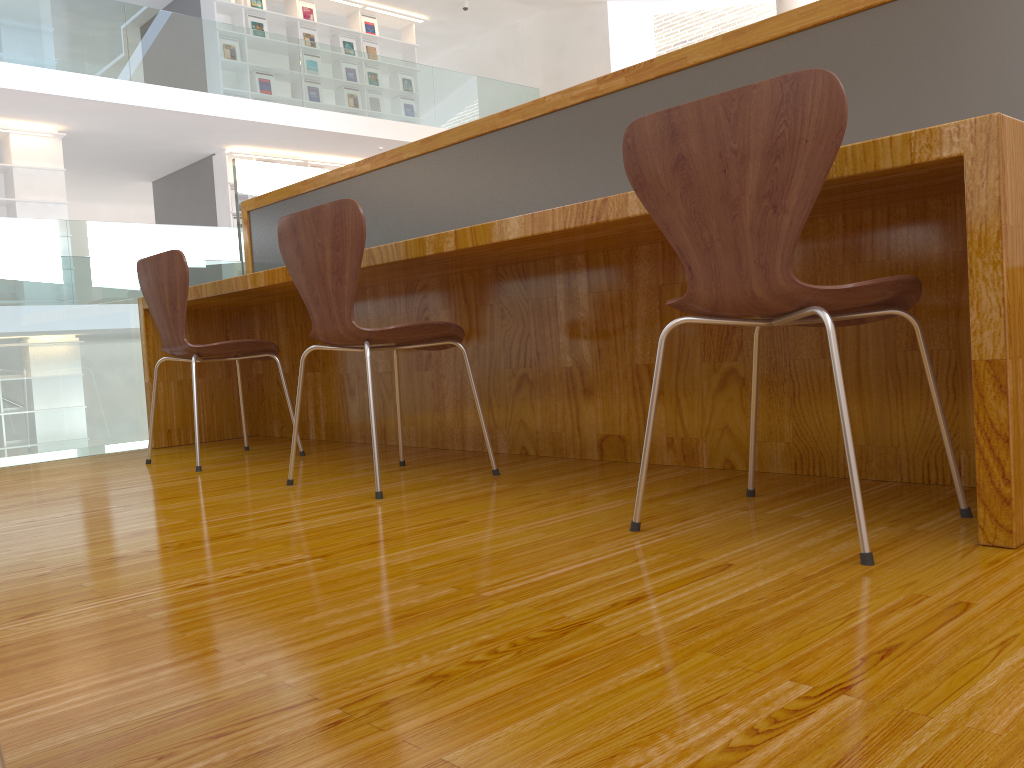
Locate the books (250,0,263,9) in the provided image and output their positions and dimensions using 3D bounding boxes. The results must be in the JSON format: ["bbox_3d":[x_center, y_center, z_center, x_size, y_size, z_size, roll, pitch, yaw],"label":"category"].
[{"bbox_3d":[-3.008,-4.489,10.441,0.145,0.210,0.037,-6,4,-43],"label":"books"}]

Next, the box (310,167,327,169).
[{"bbox_3d":[-2.451,-2.539,11.071,0.245,0.296,0.274,-6,4,-43],"label":"box"}]

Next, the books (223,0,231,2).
[{"bbox_3d":[-3.301,-4.462,10.168,0.145,0.210,0.037,-6,4,-43],"label":"books"}]

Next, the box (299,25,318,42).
[{"bbox_3d":[-2.558,-4.250,10.996,0.245,0.296,0.274,-6,4,-43],"label":"box"}]

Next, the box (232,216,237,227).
[{"bbox_3d":[-3.180,-1.801,10.389,0.245,0.296,0.274,-6,4,-43],"label":"box"}]

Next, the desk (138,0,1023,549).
[{"bbox_3d":[0.035,-0.312,2.819,1.248,1.022,3.216,-6,4,-43],"label":"desk"}]

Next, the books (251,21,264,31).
[{"bbox_3d":[-2.988,-4.157,10.451,0.145,0.210,0.037,-6,4,-43],"label":"books"}]

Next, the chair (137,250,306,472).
[{"bbox_3d":[-0.991,-0.082,2.978,0.381,0.693,0.428,-6,4,-43],"label":"chair"}]

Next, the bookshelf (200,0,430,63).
[{"bbox_3d":[-2.311,-3.928,11.126,2.984,1.836,0.498,-6,4,-43],"label":"bookshelf"}]

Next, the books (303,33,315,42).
[{"bbox_3d":[-2.487,-4.207,10.916,0.145,0.210,0.037,-6,4,-43],"label":"books"}]

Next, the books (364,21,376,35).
[{"bbox_3d":[-1.841,-4.597,11.525,0.145,0.210,0.037,-6,4,-43],"label":"books"}]

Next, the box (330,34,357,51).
[{"bbox_3d":[-2.147,-4.294,11.377,0.245,0.296,0.274,-6,4,-43],"label":"box"}]

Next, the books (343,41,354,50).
[{"bbox_3d":[-2.077,-4.256,11.302,0.145,0.210,0.037,-6,4,-43],"label":"books"}]

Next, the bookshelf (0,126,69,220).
[{"bbox_3d":[-5.883,-1.494,7.788,3.666,1.836,0.498,-6,4,-43],"label":"bookshelf"}]

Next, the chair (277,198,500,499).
[{"bbox_3d":[-0.331,-0.091,2.266,0.381,0.693,0.428,-6,4,-43],"label":"chair"}]

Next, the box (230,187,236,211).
[{"bbox_3d":[-3.205,-2.128,10.370,0.245,0.296,0.274,-6,4,-43],"label":"box"}]

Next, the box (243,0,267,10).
[{"bbox_3d":[-3.077,-4.525,10.518,0.245,0.296,0.274,-6,4,-43],"label":"box"}]

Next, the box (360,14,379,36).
[{"bbox_3d":[-1.908,-4.649,11.603,0.245,0.296,0.274,-6,4,-43],"label":"box"}]

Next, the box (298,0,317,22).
[{"bbox_3d":[-2.580,-4.579,10.976,0.245,0.296,0.274,-6,4,-43],"label":"box"}]

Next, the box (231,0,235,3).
[{"bbox_3d":[-3.367,-4.494,10.248,0.245,0.296,0.274,-6,4,-43],"label":"box"}]

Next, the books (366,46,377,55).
[{"bbox_3d":[-1.821,-4.283,11.539,0.145,0.210,0.037,-6,4,-43],"label":"books"}]

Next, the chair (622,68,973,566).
[{"bbox_3d":[0.458,-0.103,1.472,0.381,0.693,0.428,-6,4,-43],"label":"chair"}]

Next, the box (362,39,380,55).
[{"bbox_3d":[-1.887,-4.322,11.618,0.245,0.296,0.274,-6,4,-43],"label":"box"}]

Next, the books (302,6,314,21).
[{"bbox_3d":[-2.504,-4.527,10.908,0.145,0.210,0.037,-6,4,-43],"label":"books"}]

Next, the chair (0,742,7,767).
[{"bbox_3d":[-0.487,0.002,0.412,0.381,0.693,0.428,-6,4,-43],"label":"chair"}]

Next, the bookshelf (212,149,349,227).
[{"bbox_3d":[-2.183,-1.888,11.221,2.984,1.836,0.498,-6,4,-43],"label":"bookshelf"}]

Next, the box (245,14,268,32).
[{"bbox_3d":[-3.055,-4.199,10.534,0.245,0.296,0.274,-6,4,-43],"label":"box"}]
